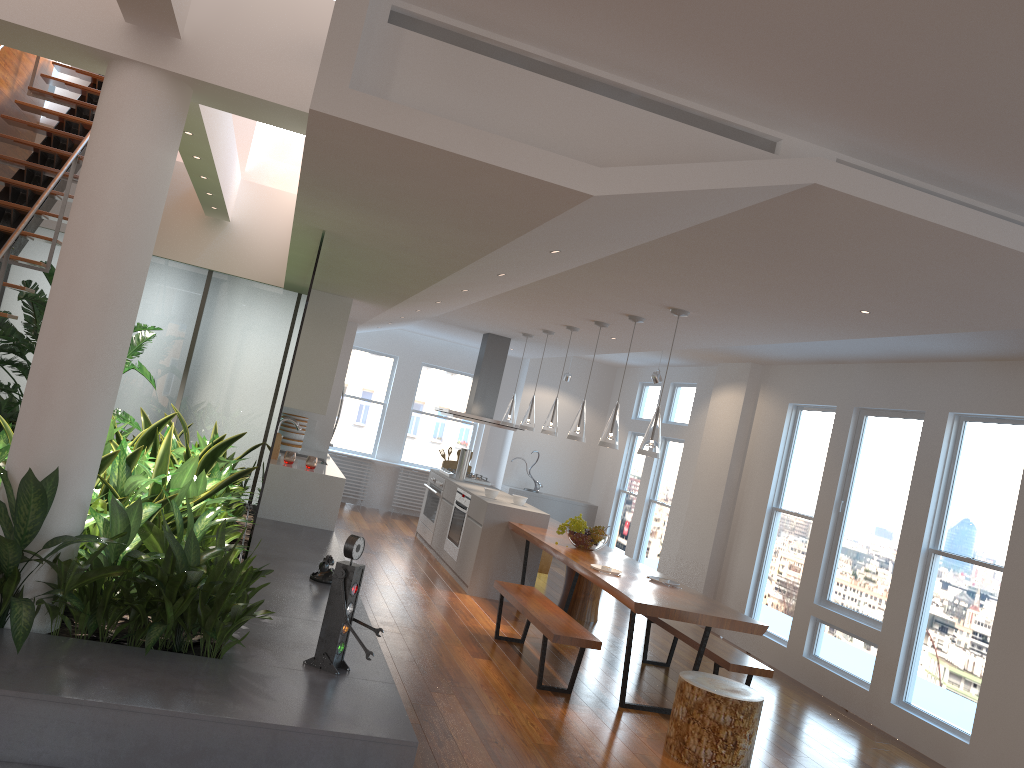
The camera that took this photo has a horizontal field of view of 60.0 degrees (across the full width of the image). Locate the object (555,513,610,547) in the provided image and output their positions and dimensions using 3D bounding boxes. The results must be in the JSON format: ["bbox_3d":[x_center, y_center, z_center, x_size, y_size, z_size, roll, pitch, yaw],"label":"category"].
[{"bbox_3d":[0.579,1.185,7.111,0.292,0.284,0.394,10,-4,39],"label":"object"}]

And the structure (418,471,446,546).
[{"bbox_3d":[-0.679,1.464,10.199,0.649,0.735,0.890,14,-3,-15],"label":"structure"}]

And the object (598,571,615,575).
[{"bbox_3d":[0.662,1.284,6.005,0.164,0.006,0.017,13,-3,-10],"label":"object"}]

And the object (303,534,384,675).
[{"bbox_3d":[-0.649,0.928,3.699,0.318,0.565,0.134,12,-3,21],"label":"object"}]

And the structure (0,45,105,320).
[{"bbox_3d":[-2.307,-1.014,5.510,2.552,4.265,4.591,14,-3,-15],"label":"structure"}]

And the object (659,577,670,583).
[{"bbox_3d":[1.058,1.369,6.169,0.079,0.030,0.070,11,-3,28],"label":"object"}]

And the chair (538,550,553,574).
[{"bbox_3d":[0.246,1.906,10.229,0.344,0.430,0.549,13,-3,-11],"label":"chair"}]

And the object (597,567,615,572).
[{"bbox_3d":[0.647,1.283,6.106,0.124,0.011,0.124,12,-3,6],"label":"object"}]

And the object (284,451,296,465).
[{"bbox_3d":[-1.866,0.620,7.445,0.094,0.106,0.094,13,-3,-9],"label":"object"}]

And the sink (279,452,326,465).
[{"bbox_3d":[-2.015,0.813,8.430,0.449,0.192,0.666,14,-3,-15],"label":"sink"}]

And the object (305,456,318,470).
[{"bbox_3d":[-1.683,0.661,7.447,0.094,0.106,0.094,13,-3,-9],"label":"object"}]

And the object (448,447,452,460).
[{"bbox_3d":[-0.765,0.903,10.654,0.055,0.299,0.027,14,-3,-15],"label":"object"}]

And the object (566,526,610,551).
[{"bbox_3d":[0.592,1.252,7.101,0.360,0.159,0.360,11,-4,38],"label":"object"}]

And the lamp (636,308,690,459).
[{"bbox_3d":[1.016,-0.040,5.871,0.160,1.060,0.160,12,-3,12],"label":"lamp"}]

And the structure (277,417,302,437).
[{"bbox_3d":[-2.162,0.577,8.417,0.248,0.536,0.115,14,-3,-15],"label":"structure"}]

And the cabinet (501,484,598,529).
[{"bbox_3d":[0.448,1.900,12.316,1.309,0.725,0.420,14,-3,-15],"label":"cabinet"}]

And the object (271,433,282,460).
[{"bbox_3d":[-2.058,0.532,7.673,0.104,0.222,0.200,14,-3,-15],"label":"object"}]

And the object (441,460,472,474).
[{"bbox_3d":[-0.668,1.008,10.670,0.353,0.157,0.084,14,-3,-15],"label":"object"}]

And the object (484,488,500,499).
[{"bbox_3d":[-0.198,1.039,8.393,0.152,0.082,0.152,11,-3,24],"label":"object"}]

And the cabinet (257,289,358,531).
[{"bbox_3d":[-2.211,0.376,9.442,0.676,2.280,4.565,14,-3,-15],"label":"cabinet"}]

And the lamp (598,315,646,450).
[{"bbox_3d":[0.826,-0.047,6.569,0.160,1.060,0.160,12,-3,12],"label":"lamp"}]

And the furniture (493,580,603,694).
[{"bbox_3d":[0.165,1.696,5.965,0.316,0.389,1.433,14,-3,-15],"label":"furniture"}]

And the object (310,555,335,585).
[{"bbox_3d":[-1.128,1.109,5.349,0.181,0.155,0.216,10,-4,40],"label":"object"}]

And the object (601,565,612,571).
[{"bbox_3d":[0.650,1.273,6.106,0.079,0.030,0.070,11,-4,38],"label":"object"}]

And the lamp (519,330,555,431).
[{"bbox_3d":[0.258,-0.070,8.662,0.160,1.060,0.160,12,-3,12],"label":"lamp"}]

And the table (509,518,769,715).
[{"bbox_3d":[0.258,1.660,8.067,0.893,0.704,5.996,14,-3,-15],"label":"table"}]

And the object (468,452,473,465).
[{"bbox_3d":[-0.526,0.962,10.719,0.057,0.294,0.030,14,-3,-15],"label":"object"}]

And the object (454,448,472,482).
[{"bbox_3d":[-0.531,0.893,9.770,0.120,0.356,0.172,11,-3,33],"label":"object"}]

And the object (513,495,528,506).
[{"bbox_3d":[0.068,1.097,8.338,0.152,0.082,0.152,11,-3,36],"label":"object"}]

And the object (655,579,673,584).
[{"bbox_3d":[1.056,1.379,6.168,0.124,0.011,0.124,15,-3,-33],"label":"object"}]

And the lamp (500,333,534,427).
[{"bbox_3d":[0.068,-0.078,9.360,0.160,1.060,0.160,12,-3,12],"label":"lamp"}]

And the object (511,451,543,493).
[{"bbox_3d":[0.241,1.186,12.206,0.590,0.563,0.210,15,-4,-44],"label":"object"}]

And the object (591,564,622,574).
[{"bbox_3d":[0.648,1.279,6.106,0.222,0.020,0.222,11,-3,26],"label":"object"}]

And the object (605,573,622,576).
[{"bbox_3d":[0.670,1.281,5.973,0.149,0.014,0.044,14,-3,-16],"label":"object"}]

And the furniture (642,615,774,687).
[{"bbox_3d":[1.285,1.966,6.272,0.316,0.389,1.433,14,-3,-15],"label":"furniture"}]

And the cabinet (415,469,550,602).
[{"bbox_3d":[-0.409,1.507,9.331,0.597,0.832,2.936,14,-3,-15],"label":"cabinet"}]

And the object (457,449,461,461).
[{"bbox_3d":[-0.653,0.931,10.684,0.061,0.299,0.040,14,-3,-17],"label":"object"}]

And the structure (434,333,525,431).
[{"bbox_3d":[-0.245,-0.237,10.282,0.909,1.405,0.900,14,-3,-15],"label":"structure"}]

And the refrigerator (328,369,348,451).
[{"bbox_3d":[-2.402,0.590,10.162,0.725,1.772,0.908,14,-3,-15],"label":"refrigerator"}]

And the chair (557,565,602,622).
[{"bbox_3d":[0.634,1.877,8.039,0.396,0.455,0.402,14,-3,-25],"label":"chair"}]

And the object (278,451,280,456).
[{"bbox_3d":[-2.116,0.558,7.914,0.100,0.170,0.173,13,-3,-13],"label":"object"}]

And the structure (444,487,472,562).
[{"bbox_3d":[-0.532,1.381,8.775,0.072,0.648,0.644,14,-3,-15],"label":"structure"}]

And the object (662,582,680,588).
[{"bbox_3d":[1.097,1.378,6.070,0.158,0.017,0.019,14,-3,-20],"label":"object"}]

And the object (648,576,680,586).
[{"bbox_3d":[1.057,1.375,6.169,0.222,0.020,0.222,14,-3,-23],"label":"object"}]

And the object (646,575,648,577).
[{"bbox_3d":[1.016,1.375,6.285,0.149,0.014,0.044,13,-3,-14],"label":"object"}]

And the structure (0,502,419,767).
[{"bbox_3d":[-2.396,1.072,4.822,3.088,0.386,5.584,14,-3,-15],"label":"structure"}]

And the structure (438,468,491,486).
[{"bbox_3d":[-0.548,1.059,10.242,0.520,0.073,0.650,14,-3,-15],"label":"structure"}]

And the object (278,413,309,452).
[{"bbox_3d":[-2.233,0.491,8.971,0.267,0.356,0.266,12,-3,11],"label":"object"}]

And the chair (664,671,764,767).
[{"bbox_3d":[1.099,1.841,4.833,0.460,0.400,0.460,13,-3,-5],"label":"chair"}]

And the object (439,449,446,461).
[{"bbox_3d":[-0.802,0.912,10.641,0.199,0.259,0.016,13,-3,-5],"label":"object"}]

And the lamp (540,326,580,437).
[{"bbox_3d":[0.447,-0.063,7.965,0.160,1.060,0.160,12,-3,12],"label":"lamp"}]

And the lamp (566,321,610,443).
[{"bbox_3d":[0.637,-0.055,7.267,0.160,1.060,0.160,12,-3,12],"label":"lamp"}]
